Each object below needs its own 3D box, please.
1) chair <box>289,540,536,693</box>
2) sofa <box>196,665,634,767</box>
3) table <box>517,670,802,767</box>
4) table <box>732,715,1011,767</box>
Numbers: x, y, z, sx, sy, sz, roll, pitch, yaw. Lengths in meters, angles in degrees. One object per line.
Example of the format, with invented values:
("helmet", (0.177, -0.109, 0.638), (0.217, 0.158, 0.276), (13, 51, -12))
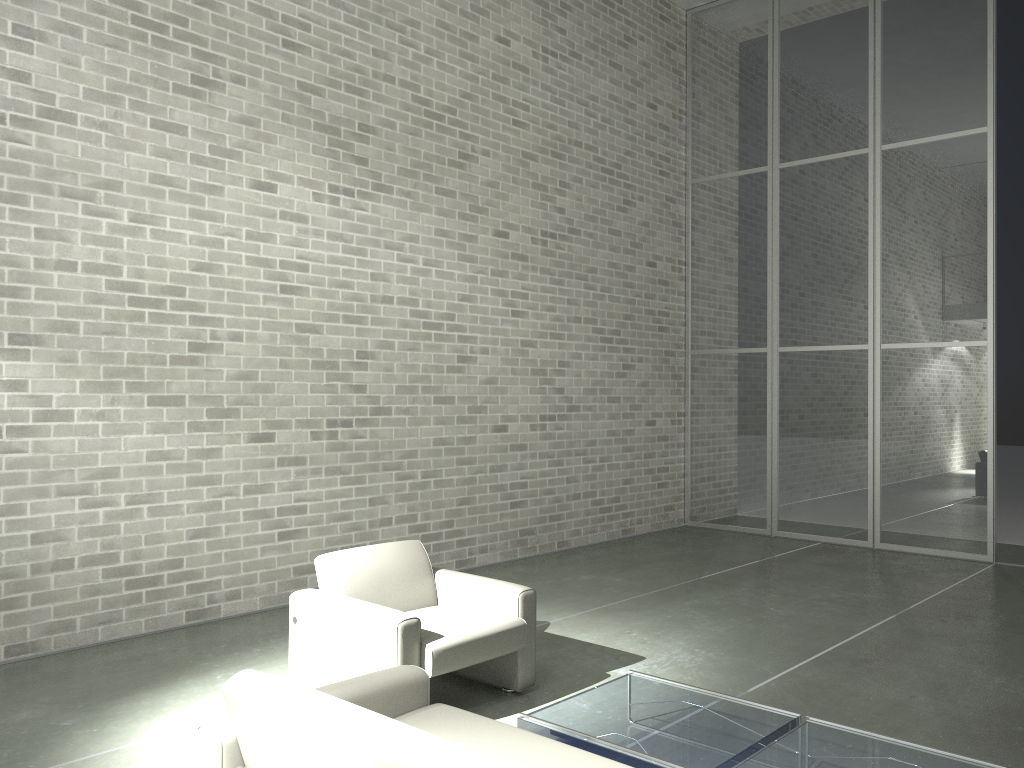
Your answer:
("chair", (-0.466, 1.210, 4.448), (0.910, 0.717, 0.963), (0, -1, 42))
("sofa", (0.117, 1.191, 2.287), (2.114, 0.717, 0.902), (0, -1, 42))
("table", (0.584, 1.430, 3.484), (0.820, 0.270, 0.800), (0, -1, 42))
("table", (1.205, 1.428, 2.920), (0.820, 0.270, 0.800), (0, -1, 42))
